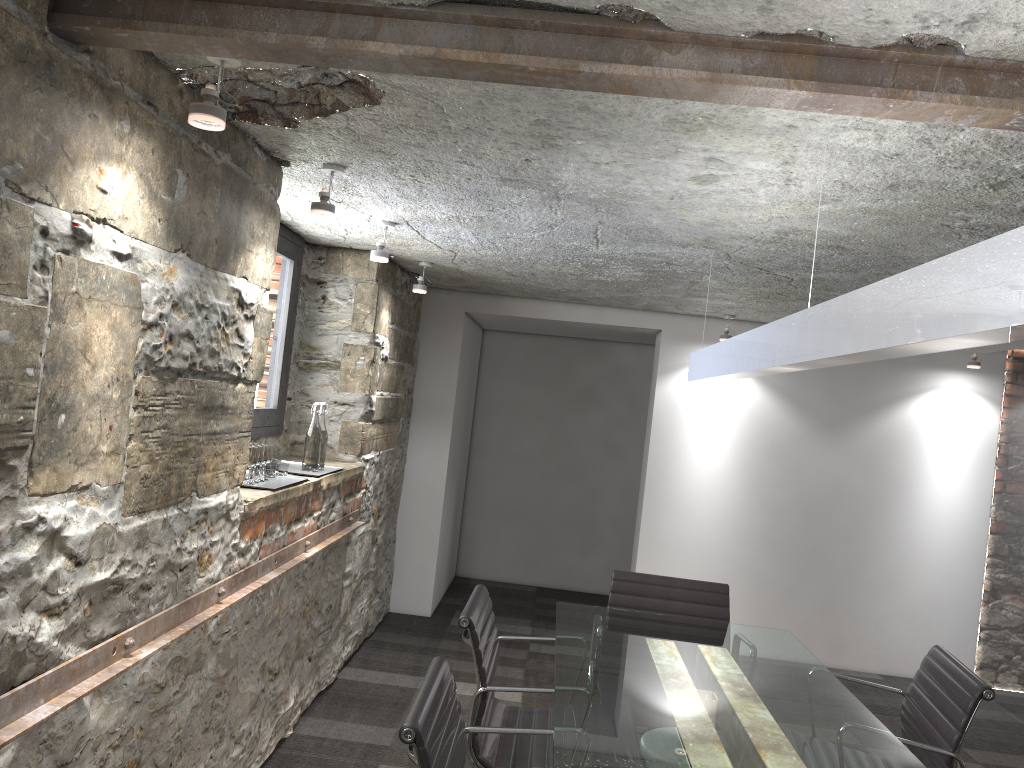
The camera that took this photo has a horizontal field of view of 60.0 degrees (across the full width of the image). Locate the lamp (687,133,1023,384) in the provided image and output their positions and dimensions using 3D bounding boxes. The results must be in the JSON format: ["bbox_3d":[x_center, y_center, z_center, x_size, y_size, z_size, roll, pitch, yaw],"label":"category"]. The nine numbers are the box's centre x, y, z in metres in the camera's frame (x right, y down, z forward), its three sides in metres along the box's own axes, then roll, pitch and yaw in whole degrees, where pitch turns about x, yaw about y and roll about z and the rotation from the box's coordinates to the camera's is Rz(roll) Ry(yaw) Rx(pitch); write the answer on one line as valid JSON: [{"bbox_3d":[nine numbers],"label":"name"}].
[{"bbox_3d":[0.668,-0.300,1.913,0.073,0.524,3.159,6,-1,3],"label":"lamp"}]

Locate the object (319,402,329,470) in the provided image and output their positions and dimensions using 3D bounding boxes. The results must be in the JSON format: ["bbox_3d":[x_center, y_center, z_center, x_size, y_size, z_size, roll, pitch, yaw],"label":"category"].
[{"bbox_3d":[-0.854,0.230,3.938,0.073,0.300,0.073,7,-1,-28],"label":"object"}]

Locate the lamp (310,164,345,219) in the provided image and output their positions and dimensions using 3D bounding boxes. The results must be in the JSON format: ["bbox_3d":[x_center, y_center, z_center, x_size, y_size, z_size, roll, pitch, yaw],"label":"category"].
[{"bbox_3d":[-0.578,-0.605,2.785,0.077,0.165,0.098,6,-1,36],"label":"lamp"}]

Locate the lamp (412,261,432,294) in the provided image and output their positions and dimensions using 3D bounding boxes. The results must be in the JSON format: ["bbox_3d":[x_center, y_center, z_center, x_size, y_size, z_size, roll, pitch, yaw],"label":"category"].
[{"bbox_3d":[-0.474,-0.564,4.696,0.077,0.165,0.098,6,-1,36],"label":"lamp"}]

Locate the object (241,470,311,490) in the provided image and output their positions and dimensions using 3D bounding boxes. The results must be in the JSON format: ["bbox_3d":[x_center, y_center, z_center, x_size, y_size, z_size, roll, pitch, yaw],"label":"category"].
[{"bbox_3d":[-0.968,0.356,3.326,0.310,0.007,0.457,6,-1,3],"label":"object"}]

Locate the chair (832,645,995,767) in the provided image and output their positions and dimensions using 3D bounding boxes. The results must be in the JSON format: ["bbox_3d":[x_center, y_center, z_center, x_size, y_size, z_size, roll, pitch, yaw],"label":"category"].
[{"bbox_3d":[1.052,1.237,2.737,0.667,0.837,0.693,6,-1,1],"label":"chair"}]

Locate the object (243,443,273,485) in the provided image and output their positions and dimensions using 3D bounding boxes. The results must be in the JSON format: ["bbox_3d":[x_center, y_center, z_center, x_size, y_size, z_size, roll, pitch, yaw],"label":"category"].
[{"bbox_3d":[-0.951,0.287,3.223,0.108,0.131,0.218,6,-1,2],"label":"object"}]

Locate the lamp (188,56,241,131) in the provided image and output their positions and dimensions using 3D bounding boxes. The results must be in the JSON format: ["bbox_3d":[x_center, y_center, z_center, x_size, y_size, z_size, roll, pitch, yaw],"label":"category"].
[{"bbox_3d":[-0.628,-0.624,1.878,0.077,0.165,0.098,6,-1,36],"label":"lamp"}]

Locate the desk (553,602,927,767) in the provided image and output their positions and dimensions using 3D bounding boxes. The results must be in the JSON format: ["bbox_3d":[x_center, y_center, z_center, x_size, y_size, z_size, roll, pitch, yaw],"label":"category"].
[{"bbox_3d":[0.500,1.226,1.891,0.909,0.711,3.154,6,-1,3],"label":"desk"}]

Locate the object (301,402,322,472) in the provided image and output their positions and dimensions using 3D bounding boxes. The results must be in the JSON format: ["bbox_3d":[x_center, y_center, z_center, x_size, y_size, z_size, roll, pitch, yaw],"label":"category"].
[{"bbox_3d":[-0.859,0.228,3.845,0.073,0.300,0.073,7,-1,-28],"label":"object"}]

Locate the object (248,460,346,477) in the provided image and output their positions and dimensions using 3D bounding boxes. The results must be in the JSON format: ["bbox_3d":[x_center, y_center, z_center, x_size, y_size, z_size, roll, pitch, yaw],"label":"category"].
[{"bbox_3d":[-0.937,0.368,3.888,0.310,0.007,0.457,6,-1,3],"label":"object"}]

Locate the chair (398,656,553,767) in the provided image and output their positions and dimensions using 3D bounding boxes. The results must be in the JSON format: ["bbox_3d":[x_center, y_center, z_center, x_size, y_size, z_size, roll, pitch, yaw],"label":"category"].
[{"bbox_3d":[0.037,1.111,1.931,0.667,0.837,0.693,7,-1,-6],"label":"chair"}]

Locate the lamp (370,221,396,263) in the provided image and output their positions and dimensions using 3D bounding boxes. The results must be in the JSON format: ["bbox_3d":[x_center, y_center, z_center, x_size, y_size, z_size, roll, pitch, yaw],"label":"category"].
[{"bbox_3d":[-0.531,-0.586,3.655,0.077,0.165,0.098,6,-1,36],"label":"lamp"}]

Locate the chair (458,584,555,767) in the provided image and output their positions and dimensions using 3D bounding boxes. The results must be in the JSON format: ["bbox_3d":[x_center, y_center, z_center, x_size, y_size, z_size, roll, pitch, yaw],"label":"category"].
[{"bbox_3d":[0.103,1.131,2.809,0.667,0.837,0.693,6,-1,-5],"label":"chair"}]

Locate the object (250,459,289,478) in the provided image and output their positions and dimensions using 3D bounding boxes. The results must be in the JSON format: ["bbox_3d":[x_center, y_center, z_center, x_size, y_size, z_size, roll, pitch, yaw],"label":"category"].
[{"bbox_3d":[-0.950,0.320,3.438,0.111,0.072,0.191,6,-1,11],"label":"object"}]

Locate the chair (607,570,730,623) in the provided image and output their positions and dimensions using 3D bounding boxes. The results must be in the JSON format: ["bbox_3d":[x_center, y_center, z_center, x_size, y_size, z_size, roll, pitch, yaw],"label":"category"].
[{"bbox_3d":[0.578,1.193,3.327,0.693,0.837,0.667,6,-1,-4],"label":"chair"}]
